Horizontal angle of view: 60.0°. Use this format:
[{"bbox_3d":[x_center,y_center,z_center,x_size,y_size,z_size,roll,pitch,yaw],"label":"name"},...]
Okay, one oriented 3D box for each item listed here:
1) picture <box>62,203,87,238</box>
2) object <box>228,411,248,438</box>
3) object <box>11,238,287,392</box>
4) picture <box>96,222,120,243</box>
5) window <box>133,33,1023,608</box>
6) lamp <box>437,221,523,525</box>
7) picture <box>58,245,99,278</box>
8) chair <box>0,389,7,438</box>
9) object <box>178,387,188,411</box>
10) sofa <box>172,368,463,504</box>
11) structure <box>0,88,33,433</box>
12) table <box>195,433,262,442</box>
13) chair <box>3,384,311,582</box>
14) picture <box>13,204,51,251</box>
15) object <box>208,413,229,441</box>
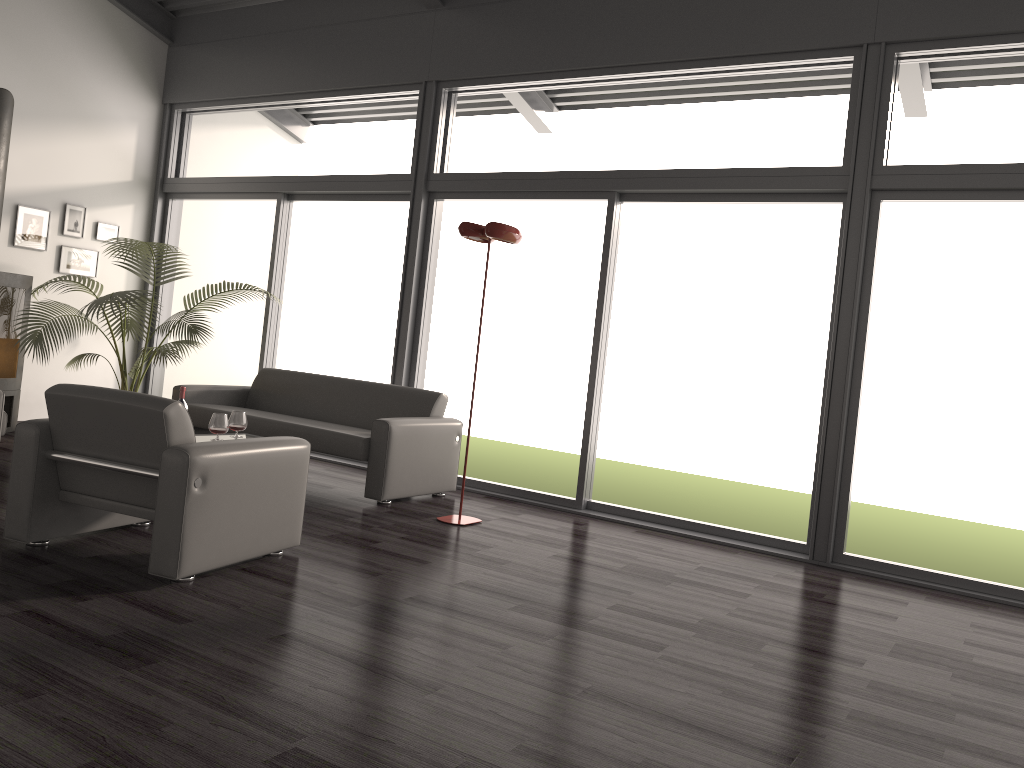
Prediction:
[{"bbox_3d":[-3.899,-1.453,7.901,0.015,0.280,0.191,6,0,31],"label":"picture"},{"bbox_3d":[-1.677,0.245,5.418,0.116,0.155,0.115,6,1,22],"label":"object"},{"bbox_3d":[-3.111,-0.379,7.218,2.122,1.666,1.716,7,1,26],"label":"object"},{"bbox_3d":[-3.732,-1.397,8.184,0.015,0.166,0.221,6,1,31],"label":"picture"},{"bbox_3d":[0.693,-0.842,6.196,9.764,3.472,0.384,7,0,31],"label":"window"},{"bbox_3d":[-0.220,-0.069,5.337,0.354,1.788,0.364,6,0,31],"label":"lamp"},{"bbox_3d":[-3.893,-1.100,7.972,0.015,0.244,0.359,6,1,31],"label":"picture"},{"bbox_3d":[-3.409,0.144,4.970,0.908,0.717,0.965,5,2,-44],"label":"chair"},{"bbox_3d":[-2.026,0.201,5.403,0.093,0.370,0.092,6,0,30],"label":"object"},{"bbox_3d":[-1.470,0.302,6.402,2.119,0.717,0.900,7,2,31],"label":"sofa"},{"bbox_3d":[-4.360,-1.011,6.915,1.118,2.675,0.816,6,0,31],"label":"structure"},{"bbox_3d":[-1.733,0.495,5.259,0.401,0.342,0.679,7,2,31],"label":"table"},{"bbox_3d":[-1.529,0.381,3.995,0.964,0.717,0.909,7,1,21],"label":"chair"},{"bbox_3d":[-4.104,-1.333,7.585,0.015,0.352,0.288,6,1,31],"label":"picture"},{"bbox_3d":[-1.710,0.251,5.169,0.116,0.155,0.115,7,1,40],"label":"object"}]
